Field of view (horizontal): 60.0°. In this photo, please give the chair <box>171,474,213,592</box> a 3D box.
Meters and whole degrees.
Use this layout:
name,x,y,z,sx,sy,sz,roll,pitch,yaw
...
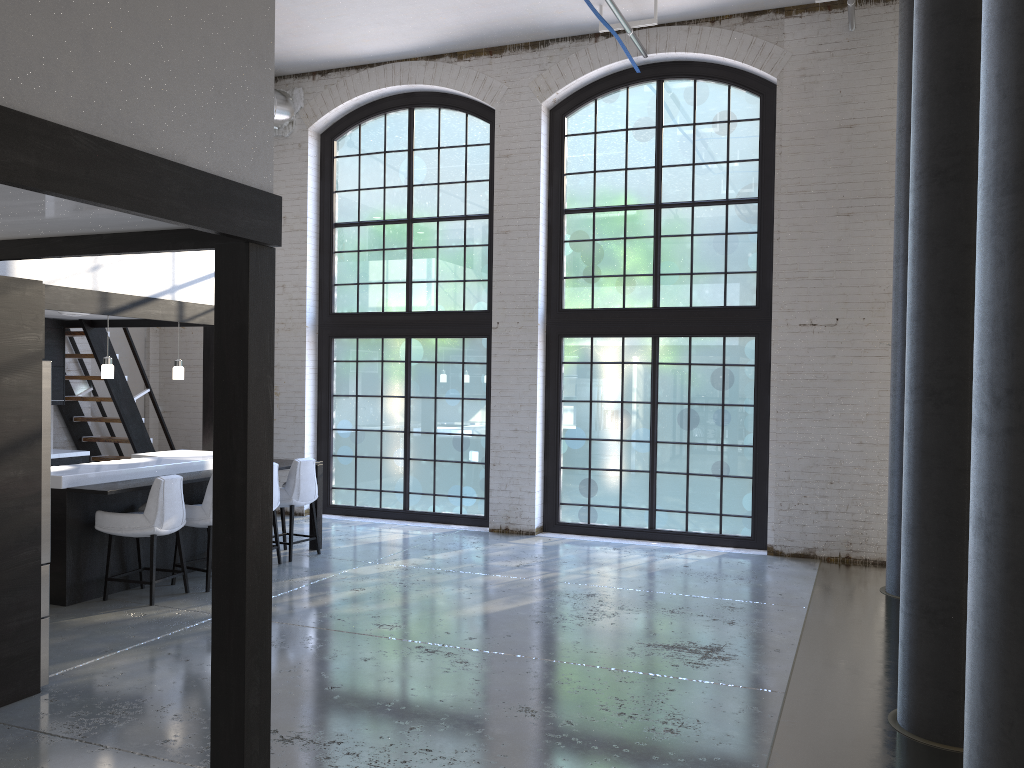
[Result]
name,x,y,z,sx,sy,sz,roll,pitch,yaw
chair,-2.463,1.185,7.244,0.501,0.984,0.579,1,1,33

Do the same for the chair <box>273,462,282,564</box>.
name,x,y,z,sx,sy,sz,roll,pitch,yaw
chair,-2.349,1.185,7.886,0.501,0.984,0.579,1,1,13

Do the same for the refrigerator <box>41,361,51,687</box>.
name,x,y,z,sx,sy,sz,roll,pitch,yaw
refrigerator,-3.003,0.755,4.613,0.853,1.773,0.820,1,1,22

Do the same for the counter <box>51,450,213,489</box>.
name,x,y,z,sx,sy,sz,roll,pitch,yaw
counter,-3.285,0.709,7.659,0.977,0.095,2.293,1,0,22

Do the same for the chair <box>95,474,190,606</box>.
name,x,y,z,sx,sy,sz,roll,pitch,yaw
chair,-2.793,1.181,6.782,0.501,0.984,0.579,1,1,18

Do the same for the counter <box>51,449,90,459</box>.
name,x,y,z,sx,sy,sz,roll,pitch,yaw
counter,-5.090,0.730,7.360,1.709,0.045,4.237,1,0,22

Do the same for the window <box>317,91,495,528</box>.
name,x,y,z,sx,sy,sz,roll,pitch,yaw
window,-1.242,-0.894,10.689,2.490,5.181,0.137,1,1,22

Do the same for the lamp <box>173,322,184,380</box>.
name,x,y,z,sx,sy,sz,roll,pitch,yaw
lamp,-4.012,-0.368,8.767,1.948,0.623,0.124,1,1,22

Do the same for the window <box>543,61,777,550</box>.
name,x,y,z,sx,sy,sz,roll,pitch,yaw
window,1.555,-0.847,9.570,2.490,5.181,0.137,1,1,22

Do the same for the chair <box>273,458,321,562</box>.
name,x,y,z,sx,sy,sz,roll,pitch,yaw
chair,-2.134,1.186,8.437,0.501,0.984,0.579,1,1,28

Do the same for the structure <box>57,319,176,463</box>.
name,x,y,z,sx,sy,sz,roll,pitch,yaw
structure,-4.710,0.038,10.296,0.929,3.187,1.662,1,1,22

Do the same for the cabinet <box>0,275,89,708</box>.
name,x,y,z,sx,sy,sz,roll,pitch,yaw
cabinet,-3.916,0.496,6.884,4.275,2.315,4.231,1,0,22

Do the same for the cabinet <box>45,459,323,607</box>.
name,x,y,z,sx,sy,sz,roll,pitch,yaw
cabinet,-3.020,1.210,7.820,1.370,0.910,2.691,1,0,22

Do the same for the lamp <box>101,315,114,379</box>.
name,x,y,z,sx,sy,sz,roll,pitch,yaw
lamp,-3.475,-0.356,7.624,0.100,0.623,0.100,1,1,28
